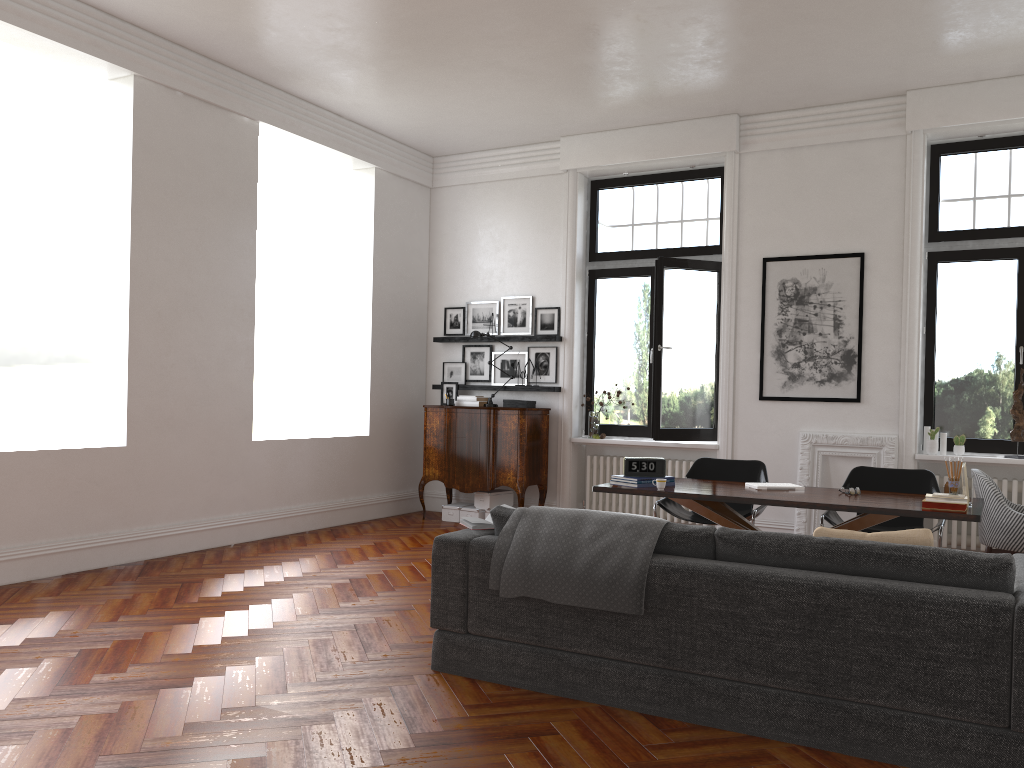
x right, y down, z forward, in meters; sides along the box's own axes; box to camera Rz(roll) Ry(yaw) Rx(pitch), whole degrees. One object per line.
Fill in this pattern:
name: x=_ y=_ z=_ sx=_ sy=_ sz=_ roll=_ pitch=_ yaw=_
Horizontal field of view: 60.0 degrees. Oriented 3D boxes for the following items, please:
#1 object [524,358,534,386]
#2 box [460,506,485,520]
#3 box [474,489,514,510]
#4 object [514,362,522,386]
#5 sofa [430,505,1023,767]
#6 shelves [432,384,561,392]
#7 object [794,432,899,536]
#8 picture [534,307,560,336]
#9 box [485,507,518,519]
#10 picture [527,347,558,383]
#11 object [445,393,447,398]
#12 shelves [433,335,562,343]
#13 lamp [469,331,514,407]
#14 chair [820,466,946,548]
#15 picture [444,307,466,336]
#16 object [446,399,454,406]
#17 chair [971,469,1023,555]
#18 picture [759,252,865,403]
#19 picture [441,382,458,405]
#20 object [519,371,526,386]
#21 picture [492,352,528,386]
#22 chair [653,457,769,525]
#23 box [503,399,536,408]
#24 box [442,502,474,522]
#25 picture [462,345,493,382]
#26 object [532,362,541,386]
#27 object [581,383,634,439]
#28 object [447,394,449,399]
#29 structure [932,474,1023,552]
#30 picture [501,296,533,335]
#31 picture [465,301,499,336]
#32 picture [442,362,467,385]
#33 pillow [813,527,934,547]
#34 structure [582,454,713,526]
object: x=0.183 y=-0.122 z=9.341 sx=0.118 sy=0.299 sz=0.040 roll=2 pitch=0 yaw=29
box: x=-0.332 y=1.369 z=9.245 sx=0.244 sy=0.177 sz=0.394 roll=1 pitch=-1 yaw=34
box: x=-0.186 y=1.196 z=9.200 sx=0.209 sy=0.177 sz=0.394 roll=1 pitch=-1 yaw=39
object: x=0.066 y=-0.105 z=9.396 sx=0.124 sy=0.260 sz=0.040 roll=1 pitch=0 yaw=29
sofa: x=1.065 y=1.035 z=4.166 sx=2.644 sy=0.829 sz=1.262 roll=1 pitch=-1 yaw=29
shelves: x=-0.185 y=0.045 z=9.523 sx=1.514 sy=0.055 sz=0.156 roll=1 pitch=-1 yaw=29
object: x=2.924 y=0.968 z=7.790 sx=0.830 sy=1.062 sz=0.233 roll=1 pitch=0 yaw=29
picture: x=0.368 y=-0.652 z=9.299 sx=0.289 sy=0.303 sz=0.020 roll=1 pitch=0 yaw=29
box: x=-0.075 y=1.373 z=9.139 sx=0.244 sy=0.177 sz=0.394 roll=1 pitch=-1 yaw=29
picture: x=0.316 y=-0.200 z=9.328 sx=0.343 sy=0.384 sz=0.020 roll=1 pitch=0 yaw=29
object: x=-0.681 y=0.152 z=9.268 sx=0.050 sy=0.119 sz=0.010 roll=2 pitch=0 yaw=31
shelves: x=-0.174 y=-0.479 z=9.518 sx=1.514 sy=0.055 sz=0.158 roll=1 pitch=-1 yaw=29
lamp: x=-0.219 y=-0.156 z=9.340 sx=0.491 sy=0.802 sz=0.174 roll=1 pitch=0 yaw=-7
chair: x=2.568 y=1.031 z=6.094 sx=0.752 sy=0.872 sz=0.746 roll=1 pitch=0 yaw=29
picture: x=-0.638 y=-0.694 z=9.854 sx=0.266 sy=0.315 sz=0.020 roll=1 pitch=0 yaw=29
object: x=-0.646 y=0.193 z=9.258 sx=0.091 sy=0.077 sz=0.091 roll=1 pitch=0 yaw=2
chair: x=3.424 y=1.044 z=6.041 sx=0.547 sy=0.900 sz=0.716 roll=1 pitch=0 yaw=22
picture: x=2.702 y=-0.502 z=8.025 sx=0.882 sy=1.323 sz=0.035 roll=1 pitch=0 yaw=29
picture: x=-0.684 y=0.107 z=9.696 sx=0.213 sy=0.257 sz=0.020 roll=1 pitch=0 yaw=29
object: x=0.112 y=-0.055 z=9.339 sx=0.066 sy=0.161 sz=0.040 roll=2 pitch=0 yaw=29
picture: x=-0.023 y=-0.162 z=9.512 sx=0.433 sy=0.365 sz=0.020 roll=1 pitch=0 yaw=29
chair: x=1.538 y=1.015 z=6.661 sx=0.752 sy=0.872 sz=0.746 roll=1 pitch=0 yaw=29
box: x=0.079 y=0.207 z=9.189 sx=0.282 sy=0.086 sz=0.208 roll=1 pitch=-1 yaw=29
box: x=-0.560 y=1.366 z=9.406 sx=0.209 sy=0.177 sz=0.394 roll=1 pitch=-1 yaw=24
picture: x=-0.384 y=-0.224 z=9.711 sx=0.373 sy=0.406 sz=0.020 roll=1 pitch=0 yaw=29
object: x=0.257 y=-0.102 z=9.332 sx=0.110 sy=0.262 sz=0.040 roll=2 pitch=0 yaw=29
object: x=0.990 y=0.269 z=9.154 sx=0.542 sy=0.599 sz=0.317 roll=1 pitch=0 yaw=0
object: x=-0.664 y=0.159 z=9.286 sx=0.046 sy=0.139 sz=0.010 roll=2 pitch=0 yaw=26
structure: x=4.248 y=1.188 z=7.436 sx=1.453 sy=0.778 sz=0.225 roll=1 pitch=0 yaw=29
picture: x=0.050 y=-0.730 z=9.475 sx=0.369 sy=0.409 sz=0.020 roll=1 pitch=0 yaw=29
picture: x=-0.327 y=-0.716 z=9.682 sx=0.415 sy=0.367 sz=0.020 roll=1 pitch=0 yaw=29
picture: x=-0.638 y=-0.115 z=9.823 sx=0.299 sy=0.253 sz=0.020 roll=1 pitch=0 yaw=29
pillow: x=1.527 y=0.815 z=3.726 sx=0.486 sy=0.460 sz=0.225 roll=1 pitch=0 yaw=29
structure: x=1.384 y=1.142 z=9.015 sx=1.453 sy=0.778 sz=0.225 roll=1 pitch=0 yaw=29
